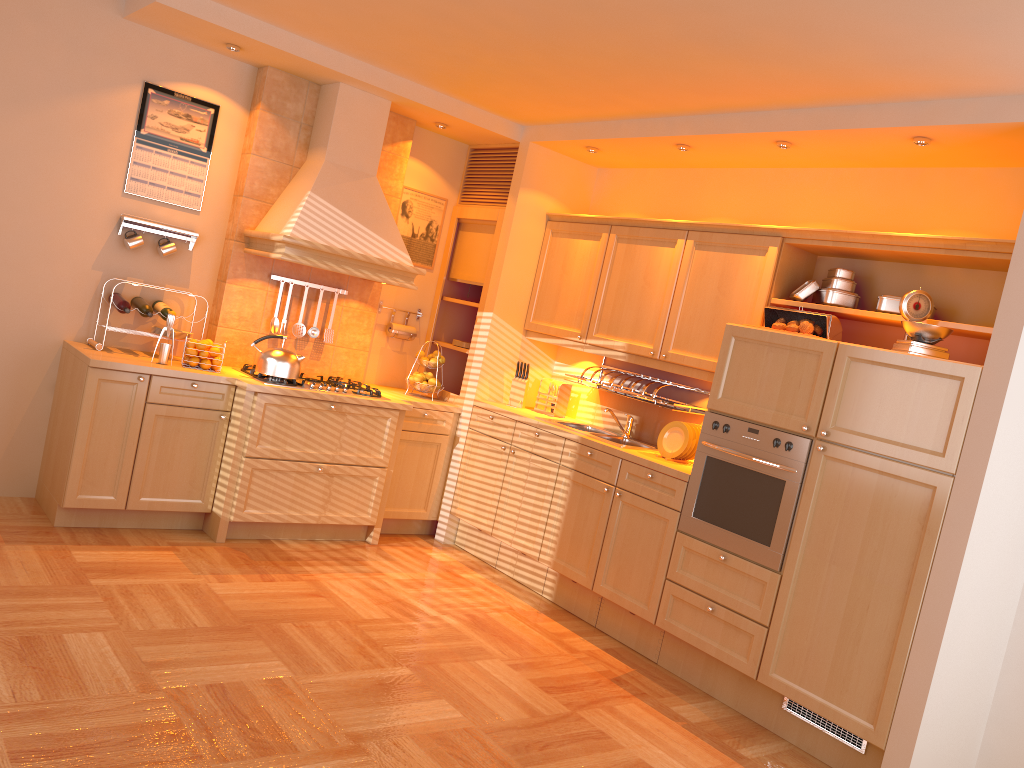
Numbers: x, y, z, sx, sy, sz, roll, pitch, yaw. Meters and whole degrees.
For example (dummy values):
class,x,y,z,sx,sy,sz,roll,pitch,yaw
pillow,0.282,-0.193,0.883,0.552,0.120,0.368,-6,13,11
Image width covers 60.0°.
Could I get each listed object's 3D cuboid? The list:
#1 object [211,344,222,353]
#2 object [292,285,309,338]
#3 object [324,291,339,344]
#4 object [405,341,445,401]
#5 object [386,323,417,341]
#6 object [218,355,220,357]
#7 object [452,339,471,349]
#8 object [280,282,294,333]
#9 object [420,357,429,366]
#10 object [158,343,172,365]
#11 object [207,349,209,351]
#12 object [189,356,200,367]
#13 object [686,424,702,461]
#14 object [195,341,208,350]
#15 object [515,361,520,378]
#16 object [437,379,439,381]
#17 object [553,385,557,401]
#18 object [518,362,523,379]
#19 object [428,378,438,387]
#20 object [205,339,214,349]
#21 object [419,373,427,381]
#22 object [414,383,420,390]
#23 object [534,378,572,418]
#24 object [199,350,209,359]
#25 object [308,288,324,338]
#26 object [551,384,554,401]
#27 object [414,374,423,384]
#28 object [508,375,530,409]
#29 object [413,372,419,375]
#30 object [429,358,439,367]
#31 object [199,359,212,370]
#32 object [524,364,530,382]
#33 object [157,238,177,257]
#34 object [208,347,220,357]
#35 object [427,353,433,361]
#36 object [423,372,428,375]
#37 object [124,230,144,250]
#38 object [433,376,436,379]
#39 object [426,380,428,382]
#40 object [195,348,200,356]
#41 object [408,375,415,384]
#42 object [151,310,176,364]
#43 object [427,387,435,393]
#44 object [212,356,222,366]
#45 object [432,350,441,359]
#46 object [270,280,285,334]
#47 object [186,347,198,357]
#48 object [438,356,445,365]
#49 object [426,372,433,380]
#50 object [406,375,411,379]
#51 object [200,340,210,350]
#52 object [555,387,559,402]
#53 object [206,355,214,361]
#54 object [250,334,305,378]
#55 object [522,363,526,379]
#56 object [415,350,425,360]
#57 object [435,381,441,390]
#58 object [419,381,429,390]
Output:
class,x,y,z,sx,sy,sz,roll,pitch,yaw
object,-1.622,-0.191,4.866,0.063,0.053,0.051,14,4,24
object,-1.261,-0.438,5.350,0.090,0.320,0.017,9,5,-39
object,-1.107,-0.411,5.474,0.061,0.323,0.020,9,5,-39
object,-0.551,-0.098,5.806,0.265,0.376,0.265,13,4,10
object,-0.741,-0.350,5.934,0.186,0.094,0.096,9,5,-38
object,-1.627,-0.140,4.868,0.051,0.055,0.061,12,4,-10
object,-0.295,-0.260,6.018,0.222,0.039,0.222,11,4,-22
object,-1.343,-0.452,5.290,0.028,0.319,0.006,9,5,-39
object,-0.570,-0.147,5.781,0.064,0.058,0.063,14,4,17
object,-1.827,-0.158,4.664,0.060,0.106,0.060,14,4,19
object,-1.695,-0.189,4.863,0.061,0.051,0.055,13,4,5
object,-1.706,-0.121,4.759,0.052,0.057,0.060,13,4,13
object,0.956,0.311,4.726,0.049,0.200,0.205,9,5,-37
object,-1.667,-0.205,4.762,0.063,0.051,0.053,10,5,-31
object,0.019,-0.017,5.703,0.019,0.265,0.037,13,4,15
object,-0.506,-0.013,5.892,0.045,0.047,0.046,13,4,7
object,0.267,0.102,5.629,0.020,0.196,0.017,11,4,-13
object,0.039,-0.012,5.694,0.019,0.265,0.038,15,5,34
object,-0.511,-0.010,5.730,0.063,0.060,0.064,11,4,-24
object,-1.676,-0.218,4.897,0.059,0.060,0.050,13,4,11
object,-0.582,-0.041,5.762,0.063,0.061,0.063,14,4,25
object,-0.611,0.013,5.779,0.052,0.056,0.057,13,4,13
object,0.263,0.087,5.684,0.103,0.221,0.200,9,5,-39
object,-1.662,-0.159,4.779,0.052,0.053,0.062,11,4,-17
object,-1.197,-0.435,5.423,0.077,0.309,0.037,9,5,-39
object,0.252,0.095,5.634,0.042,0.192,0.040,13,4,12
object,-0.600,-0.034,5.709,0.056,0.063,0.065,14,4,27
object,0.046,0.049,5.704,0.100,0.200,0.070,14,4,25
object,-0.623,-0.053,5.807,0.055,0.058,0.056,12,4,-3
object,-0.506,-0.139,5.765,0.064,0.063,0.063,11,4,-22
object,-1.658,-0.107,4.794,0.074,0.063,0.064,15,5,31
object,0.081,-0.001,5.674,0.019,0.265,0.037,15,5,34
object,-1.921,-0.757,4.941,0.103,0.111,0.066,8,6,-45
object,-1.614,-0.173,4.809,0.053,0.052,0.061,14,4,24
object,-0.530,-0.176,5.810,0.050,0.051,0.051,11,4,-15
object,-0.560,-0.060,5.810,0.051,0.048,0.050,12,4,-6
object,-2.058,-0.779,4.829,0.103,0.111,0.066,8,6,-45
object,-0.521,-0.021,5.814,0.057,0.059,0.058,13,4,15
object,-0.562,-0.029,5.858,0.059,0.055,0.058,10,5,-31
object,-1.710,-0.175,4.805,0.051,0.053,0.064,13,4,14
object,-0.647,-0.030,5.757,0.063,0.063,0.063,10,4,-27
object,-1.819,-0.248,4.648,0.088,0.288,0.101,9,5,-39
object,-0.530,0.026,5.784,0.063,0.061,0.064,15,5,29
object,-1.599,-0.122,4.807,0.052,0.054,0.061,12,4,-12
object,-0.491,-0.189,5.773,0.055,0.059,0.058,13,4,7
object,-1.381,-0.455,5.245,0.055,0.323,0.028,9,5,-39
object,-1.713,-0.170,4.747,0.063,0.051,0.053,11,4,-20
object,-0.465,-0.156,5.802,0.058,0.060,0.057,11,4,-18
object,-0.535,-0.051,5.751,0.049,0.052,0.050,10,5,-31
object,-0.666,-0.031,5.821,0.056,0.057,0.053,14,4,28
object,-1.673,-0.214,4.821,0.063,0.053,0.051,13,4,12
object,0.277,0.104,5.624,0.018,0.196,0.022,10,5,-34
object,-1.650,-0.147,4.848,0.062,0.053,0.051,14,4,19
object,-1.285,-0.163,4.923,0.242,0.215,0.251,15,5,38
object,0.060,-0.006,5.684,0.019,0.265,0.038,15,5,34
object,-0.600,-0.189,5.813,0.061,0.064,0.063,10,5,-29
object,-0.495,0.010,5.851,0.059,0.059,0.058,13,4,5
object,-0.571,0.011,5.733,0.064,0.062,0.064,15,5,38
